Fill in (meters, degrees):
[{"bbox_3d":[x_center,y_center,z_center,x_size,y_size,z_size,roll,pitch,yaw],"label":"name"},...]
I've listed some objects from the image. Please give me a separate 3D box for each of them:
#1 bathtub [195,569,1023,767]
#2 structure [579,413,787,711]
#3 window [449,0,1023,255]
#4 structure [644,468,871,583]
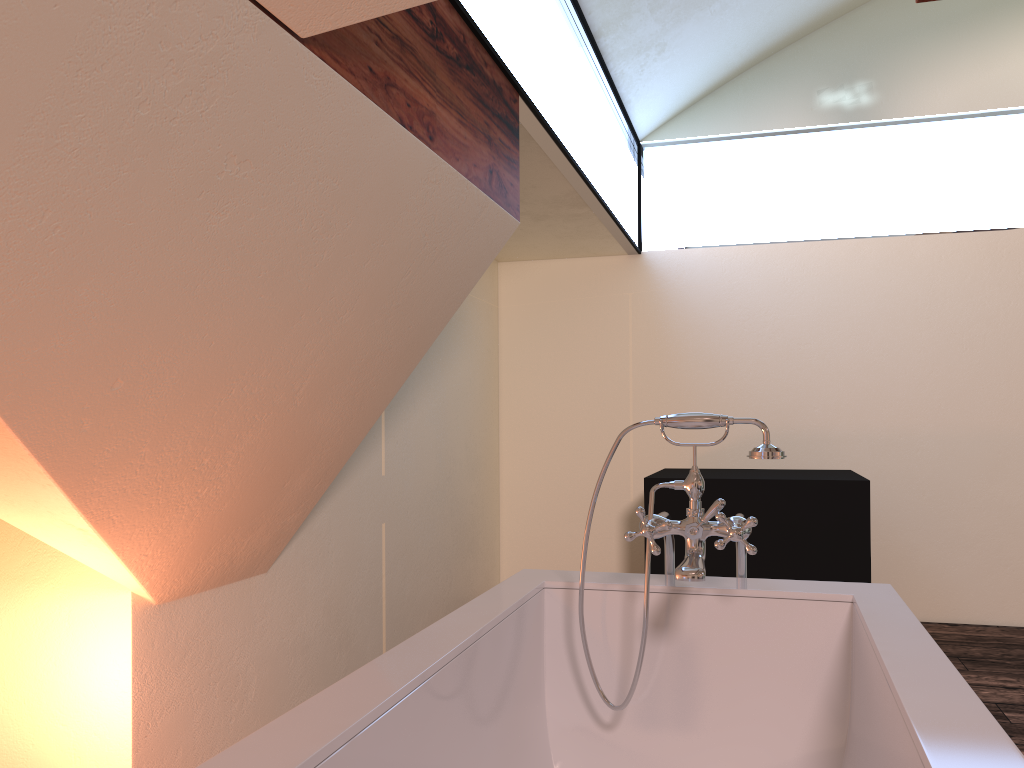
[{"bbox_3d":[0.108,0.768,0.900,0.799,0.693,2.218,-1,-3,16],"label":"bathtub"},{"bbox_3d":[0.393,0.627,1.812,0.384,1.119,0.554,-1,-1,30],"label":"structure"},{"bbox_3d":[1.179,-1.212,2.889,2.107,0.676,3.521,-1,-3,16],"label":"window"},{"bbox_3d":[1.074,0.870,3.912,0.869,0.860,0.801,-1,-2,16],"label":"structure"}]
